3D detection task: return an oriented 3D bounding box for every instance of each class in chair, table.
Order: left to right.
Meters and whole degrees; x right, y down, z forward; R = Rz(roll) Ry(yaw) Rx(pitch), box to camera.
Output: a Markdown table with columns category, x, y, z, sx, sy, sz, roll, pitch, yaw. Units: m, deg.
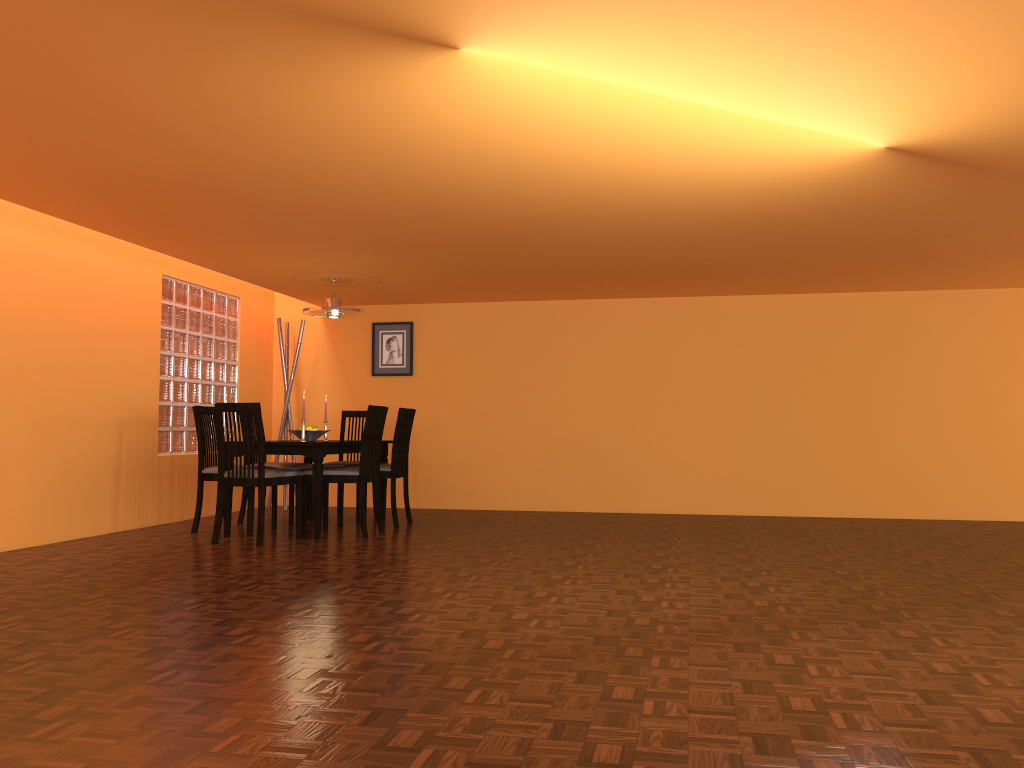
| category | x | y | z | sx | sy | sz | roll | pitch | yaw |
| --- | --- | --- | --- | --- | --- | --- | --- | --- | --- |
| chair | -1.783 | 0.545 | 5.688 | 0.465 | 0.809 | 0.373 | 0 | -3 | 11 |
| chair | -1.494 | 0.518 | 5.179 | 0.373 | 0.809 | 0.465 | -1 | -3 | 16 |
| chair | -1.669 | 0.576 | 6.252 | 0.465 | 0.809 | 0.373 | 0 | -3 | 11 |
| table | -1.323 | 0.669 | 5.875 | 0.697 | 0.584 | 1.259 | 0 | -3 | 11 |
| chair | -1.032 | 0.539 | 5.535 | 0.465 | 0.809 | 0.373 | 0 | -3 | 11 |
| chair | -1.195 | 0.596 | 6.609 | 0.373 | 0.809 | 0.465 | 0 | -3 | 6 |
| chair | -0.918 | 0.570 | 6.099 | 0.465 | 0.809 | 0.373 | 0 | -3 | 11 |

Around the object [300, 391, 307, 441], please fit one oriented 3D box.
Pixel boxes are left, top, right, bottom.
| category | x | y | z | sx | sy | sz | roll | pitch | yaw |
| --- | --- | --- | --- | --- | --- | --- | --- | --- | --- |
| object | -1.314 | 0.199 | 5.590 | 0.044 | 0.326 | 0.044 | 0 | -3 | 0 |

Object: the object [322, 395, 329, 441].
| category | x | y | z | sx | sy | sz | roll | pitch | yaw |
| --- | --- | --- | --- | --- | --- | --- | --- | --- | --- |
| object | -1.289 | 0.228 | 6.137 | 0.044 | 0.326 | 0.044 | 0 | -3 | 0 |

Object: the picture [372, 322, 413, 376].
| category | x | y | z | sx | sy | sz | roll | pitch | yaw |
| --- | --- | --- | --- | --- | --- | --- | --- | --- | --- |
| picture | -1.009 | -0.295 | 7.482 | 0.361 | 0.456 | 0.014 | 0 | -3 | 11 |

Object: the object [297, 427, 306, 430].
| category | x | y | z | sx | sy | sz | roll | pitch | yaw |
| --- | --- | --- | --- | --- | --- | --- | --- | --- | --- |
| object | -1.377 | 0.323 | 5.835 | 0.089 | 0.076 | 0.087 | -1 | -3 | 18 |

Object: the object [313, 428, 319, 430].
| category | x | y | z | sx | sy | sz | roll | pitch | yaw |
| --- | --- | --- | --- | --- | --- | --- | --- | --- | --- |
| object | -1.287 | 0.314 | 5.803 | 0.055 | 0.046 | 0.046 | 2 | -3 | -26 |

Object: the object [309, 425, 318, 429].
| category | x | y | z | sx | sy | sz | roll | pitch | yaw |
| --- | --- | --- | --- | --- | --- | --- | --- | --- | --- |
| object | -1.331 | 0.308 | 5.929 | 0.069 | 0.066 | 0.069 | -1 | -3 | 21 |

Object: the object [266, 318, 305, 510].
| category | x | y | z | sx | sy | sz | roll | pitch | yaw |
| --- | --- | --- | --- | --- | --- | --- | --- | --- | --- |
| object | -1.857 | 0.248 | 7.369 | 0.308 | 1.589 | 0.226 | -2 | -4 | 33 |

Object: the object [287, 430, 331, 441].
| category | x | y | z | sx | sy | sz | roll | pitch | yaw |
| --- | --- | --- | --- | --- | --- | --- | --- | --- | --- |
| object | -1.343 | 0.340 | 5.855 | 0.337 | 0.072 | 0.337 | 1 | -3 | -22 |

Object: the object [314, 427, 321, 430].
| category | x | y | z | sx | sy | sz | roll | pitch | yaw |
| --- | --- | --- | --- | --- | --- | --- | --- | --- | --- |
| object | -1.283 | 0.318 | 5.865 | 0.055 | 0.070 | 0.066 | 1 | -3 | -7 |

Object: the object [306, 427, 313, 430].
| category | x | y | z | sx | sy | sz | roll | pitch | yaw |
| --- | --- | --- | --- | --- | --- | --- | --- | --- | --- |
| object | -1.318 | 0.300 | 5.764 | 0.046 | 0.046 | 0.055 | 0 | -3 | -6 |

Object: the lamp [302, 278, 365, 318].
| category | x | y | z | sx | sy | sz | roll | pitch | yaw |
| --- | --- | --- | --- | --- | --- | --- | --- | --- | --- |
| lamp | -1.255 | -0.605 | 6.257 | 0.435 | 0.274 | 0.435 | -2 | -4 | 34 |
